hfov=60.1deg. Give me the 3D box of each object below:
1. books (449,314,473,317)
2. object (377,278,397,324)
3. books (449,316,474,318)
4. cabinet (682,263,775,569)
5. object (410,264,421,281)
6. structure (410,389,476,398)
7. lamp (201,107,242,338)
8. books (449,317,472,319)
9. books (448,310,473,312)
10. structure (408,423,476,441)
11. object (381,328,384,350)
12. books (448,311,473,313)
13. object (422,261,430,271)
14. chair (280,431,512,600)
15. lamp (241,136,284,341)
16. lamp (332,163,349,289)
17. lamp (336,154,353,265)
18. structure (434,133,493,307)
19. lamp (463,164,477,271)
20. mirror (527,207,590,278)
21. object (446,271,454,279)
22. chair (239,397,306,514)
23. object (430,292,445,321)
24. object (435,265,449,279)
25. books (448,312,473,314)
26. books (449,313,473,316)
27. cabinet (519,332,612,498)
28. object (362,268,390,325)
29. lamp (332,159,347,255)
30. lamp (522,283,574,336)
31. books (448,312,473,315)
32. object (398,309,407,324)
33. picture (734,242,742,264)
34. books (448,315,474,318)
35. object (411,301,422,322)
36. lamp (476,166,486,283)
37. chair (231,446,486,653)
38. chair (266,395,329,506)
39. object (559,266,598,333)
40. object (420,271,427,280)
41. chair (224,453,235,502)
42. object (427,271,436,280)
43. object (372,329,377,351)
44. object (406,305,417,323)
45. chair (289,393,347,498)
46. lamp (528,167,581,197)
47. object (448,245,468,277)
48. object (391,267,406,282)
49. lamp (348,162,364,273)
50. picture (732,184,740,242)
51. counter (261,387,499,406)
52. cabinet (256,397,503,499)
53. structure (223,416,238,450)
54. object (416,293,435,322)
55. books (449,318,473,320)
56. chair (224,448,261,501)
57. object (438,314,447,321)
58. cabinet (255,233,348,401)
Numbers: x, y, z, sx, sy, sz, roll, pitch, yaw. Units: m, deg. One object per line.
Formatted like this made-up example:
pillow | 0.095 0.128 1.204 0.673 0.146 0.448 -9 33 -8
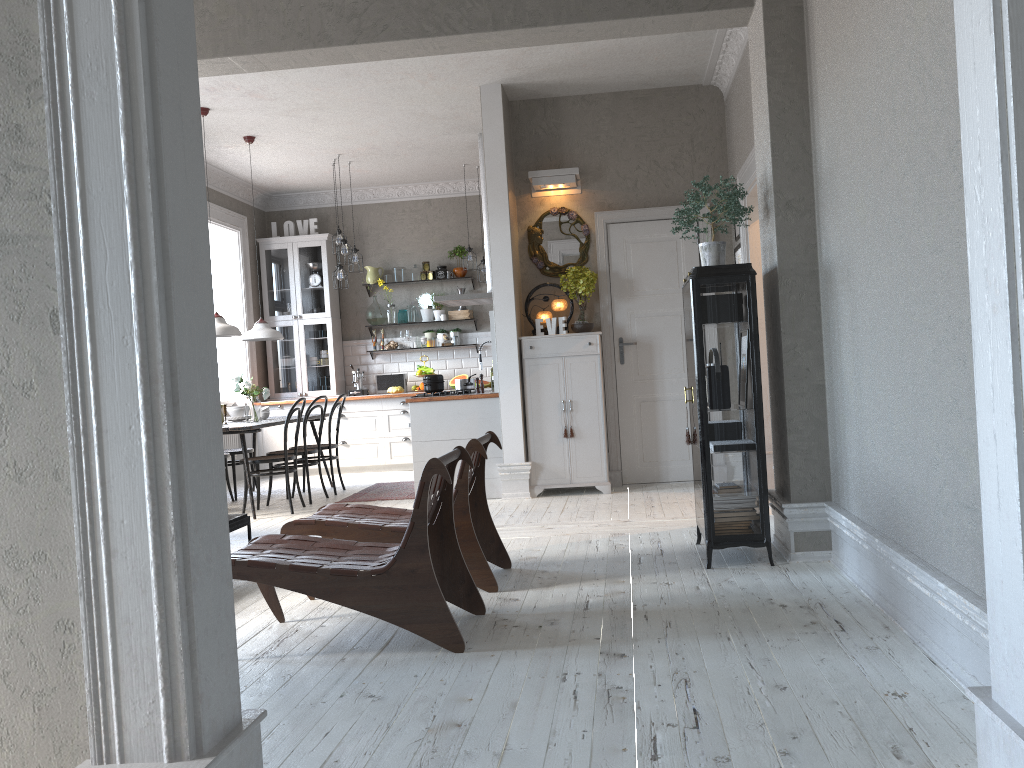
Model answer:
books | -0.604 -0.805 10.460 0.259 0.011 0.159 -3 1 11
object | -1.466 -0.972 10.407 0.192 0.540 0.280 -4 1 -2
books | -0.602 -0.784 10.460 0.258 0.016 0.160 -3 1 18
cabinet | 1.089 0.153 4.568 0.347 1.471 0.620 -4 1 7
object | -1.147 -1.316 10.565 0.143 0.220 0.137 -4 1 -34
structure | -0.557 0.078 7.552 0.494 0.031 0.608 -3 1 6
lamp | -2.455 -1.310 7.206 0.371 1.858 0.387 -3 1 44
books | -0.602 -0.773 10.460 0.259 0.011 0.159 -3 1 11
books | -0.607 -0.859 10.459 0.259 0.011 0.159 -3 1 11
structure | -0.509 0.440 7.551 0.616 0.623 0.624 -3 1 6
object | -1.536 -0.530 10.534 0.052 0.264 0.063 -3 1 42
books | -0.606 -0.849 10.459 0.258 0.016 0.159 -3 1 14
object | -1.012 -1.382 10.437 0.083 0.113 0.082 -4 1 -14
chair | -0.557 0.633 4.368 1.013 0.721 0.509 -4 1 5
lamp | -2.342 -1.328 8.097 0.376 1.858 0.383 -3 1 14
lamp | -1.836 -1.859 9.221 0.149 1.735 0.144 -4 1 -27
lamp | -1.728 -2.071 8.888 0.150 1.735 0.143 -4 1 -37
structure | -0.381 -1.588 8.557 0.710 1.596 0.715 -4 1 6
lamp | -0.505 -2.103 9.624 0.143 1.735 0.150 -3 1 38
mirror | 0.394 -1.195 7.440 0.530 0.593 0.071 -4 1 5
object | -0.724 -1.279 10.375 0.093 0.096 0.075 -3 1 6
chair | -1.930 0.584 7.194 0.548 0.920 0.439 -4 1 3
object | -0.870 -0.928 10.451 0.188 0.380 0.166 -4 1 -33
object | -0.825 -1.313 10.482 0.141 0.174 0.142 -4 1 6
books | -0.606 -0.838 10.459 0.258 0.016 0.160 -3 1 18
books | -0.604 -0.817 10.459 0.259 0.011 0.158 -3 1 8
cabinet | 0.445 0.246 7.238 0.664 1.297 0.385 -4 1 5
object | -1.637 -1.031 10.465 0.340 0.674 0.332 -4 1 -26
lamp | -1.811 -2.199 9.053 0.147 1.735 0.146 -4 1 -7
lamp | 0.310 -0.558 7.330 0.445 0.558 0.173 -3 1 13
books | -0.605 -0.827 10.459 0.259 0.011 0.159 -3 1 11
object | -1.296 -0.799 10.541 0.125 0.172 0.127 -3 1 10
picture | 1.803 -0.937 7.013 0.014 0.331 0.491 -3 1 7
books | -0.603 -0.795 10.460 0.258 0.016 0.159 -3 1 14
object | -1.146 -0.854 10.589 0.130 0.264 0.132 -3 1 11
lamp | -0.353 -1.991 9.748 0.149 1.735 0.144 -4 1 -22
chair | -0.665 0.650 3.514 1.013 0.721 0.509 -4 1 5
chair | -1.867 0.574 7.726 0.544 0.920 0.442 -3 1 13
object | 0.570 -0.688 7.226 0.291 0.553 0.347 -3 1 40
object | -1.037 -1.269 10.454 0.082 0.113 0.083 -4 1 6
chair | -2.785 0.630 7.842 0.548 0.920 0.439 -4 1 3
object | -0.951 -1.274 10.443 0.082 0.113 0.083 -3 1 16
object | -1.639 -0.524 10.558 0.054 0.264 0.060 -4 1 -23
object | -1.186 -0.821 10.442 0.122 0.206 0.127 -3 1 29
chair | -1.787 0.563 8.207 0.548 0.920 0.439 -4 1 3
lamp | 0.357 -1.672 7.352 0.414 0.171 0.220 -4 1 5
object | -0.606 -1.437 10.414 0.256 0.397 0.245 -3 1 31
object | -1.335 -1.286 10.486 0.176 0.184 0.168 -4 1 -45
lamp | -1.673 -2.028 9.201 0.147 1.735 0.146 -4 1 -7
picture | 1.777 -1.351 7.004 0.012 0.416 0.283 -3 1 7
counter | -1.450 0.150 8.936 3.149 0.039 3.404 -3 1 6
cabinet | -0.957 0.529 9.050 2.029 0.854 4.108 -4 1 -38
structure | -3.172 0.576 9.292 0.148 0.428 1.226 -4 1 5
object | -0.994 -0.909 10.514 0.241 0.354 0.238 -3 1 24
books | -0.601 -0.762 10.460 0.259 0.011 0.158 -3 1 8
chair | -2.706 0.619 8.325 0.542 0.920 0.443 -3 1 18
object | -0.802 -0.778 10.384 0.104 0.071 0.064 -3 1 36
cabinet | -2.468 -0.759 10.472 0.876 1.921 0.389 -4 1 5
